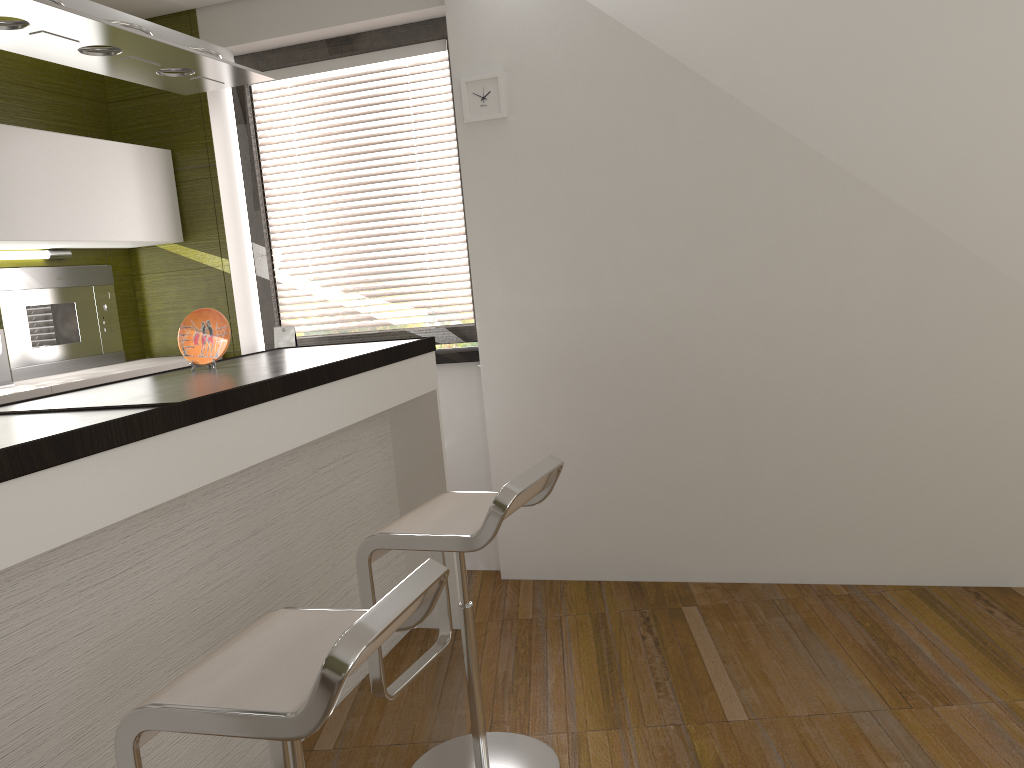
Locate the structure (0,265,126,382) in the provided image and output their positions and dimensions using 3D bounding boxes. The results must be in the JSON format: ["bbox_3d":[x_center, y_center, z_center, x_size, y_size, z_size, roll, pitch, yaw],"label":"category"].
[{"bbox_3d":[-1.988,-0.286,3.948,0.015,0.469,0.663,-3,8,17],"label":"structure"}]

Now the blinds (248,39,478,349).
[{"bbox_3d":[-2.844,-3.659,7.529,16.000,12.704,9.030,-10,9,-33],"label":"blinds"}]

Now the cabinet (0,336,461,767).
[{"bbox_3d":[-0.977,0.618,2.079,0.663,1.134,2.947,-3,8,17],"label":"cabinet"}]

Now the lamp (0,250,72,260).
[{"bbox_3d":[-2.066,-0.529,3.627,0.095,0.041,0.716,-3,8,17],"label":"lamp"}]

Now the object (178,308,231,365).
[{"bbox_3d":[-0.971,-0.150,2.798,0.184,0.178,0.055,-4,7,14],"label":"object"}]

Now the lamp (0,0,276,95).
[{"bbox_3d":[-1.143,-1.123,1.894,0.326,0.683,1.677,-3,8,17],"label":"lamp"}]

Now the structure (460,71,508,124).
[{"bbox_3d":[-0.115,-1.168,3.621,0.180,0.180,0.026,-3,8,17],"label":"structure"}]

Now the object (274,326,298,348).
[{"bbox_3d":[-1.075,-0.189,4.218,0.106,0.169,0.057,-4,7,12],"label":"object"}]

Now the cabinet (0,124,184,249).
[{"bbox_3d":[-2.239,0.167,2.756,0.724,2.089,3.471,-3,8,17],"label":"cabinet"}]

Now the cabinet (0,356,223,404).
[{"bbox_3d":[-1.998,0.617,3.034,0.465,1.086,2.940,-3,8,17],"label":"cabinet"}]

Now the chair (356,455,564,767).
[{"bbox_3d":[-0.098,0.641,2.347,0.460,0.857,0.418,-2,8,23],"label":"chair"}]

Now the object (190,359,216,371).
[{"bbox_3d":[-0.967,-0.113,2.802,0.088,0.131,0.072,-4,7,12],"label":"object"}]

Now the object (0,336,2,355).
[{"bbox_3d":[-2.000,-0.219,3.433,0.013,0.231,0.040,-3,8,18],"label":"object"}]

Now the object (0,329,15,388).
[{"bbox_3d":[-2.059,-0.079,3.355,0.107,0.227,0.293,-3,8,18],"label":"object"}]

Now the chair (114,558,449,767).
[{"bbox_3d":[-0.342,0.766,1.546,0.460,0.857,0.418,-3,8,18],"label":"chair"}]
